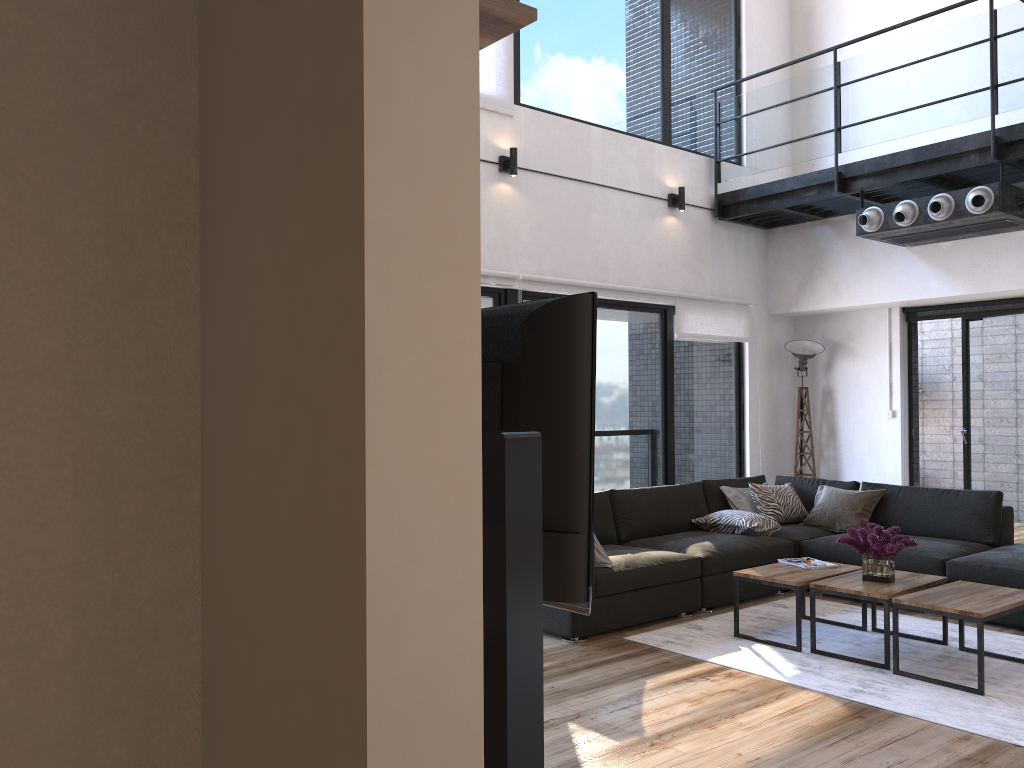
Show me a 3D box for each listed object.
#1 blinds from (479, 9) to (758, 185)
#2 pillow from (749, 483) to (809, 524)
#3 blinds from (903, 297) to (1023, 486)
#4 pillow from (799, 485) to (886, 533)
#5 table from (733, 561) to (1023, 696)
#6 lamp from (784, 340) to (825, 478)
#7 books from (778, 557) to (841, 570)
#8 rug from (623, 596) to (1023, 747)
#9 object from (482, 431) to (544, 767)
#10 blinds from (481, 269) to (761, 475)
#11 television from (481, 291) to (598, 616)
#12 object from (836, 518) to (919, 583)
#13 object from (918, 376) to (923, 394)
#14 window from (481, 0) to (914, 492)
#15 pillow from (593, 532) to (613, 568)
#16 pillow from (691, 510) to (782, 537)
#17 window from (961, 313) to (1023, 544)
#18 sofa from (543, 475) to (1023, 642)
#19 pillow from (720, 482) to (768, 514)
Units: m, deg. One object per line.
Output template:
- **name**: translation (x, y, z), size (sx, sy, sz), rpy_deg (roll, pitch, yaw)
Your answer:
- **blinds**: translation (-1.234, -2.603, 3.749), size (1.995, 2.975, 10.205), rpy_deg (-1, -2, 29)
- **pillow**: translation (1.973, 0.873, 6.542), size (0.532, 0.314, 0.250), rpy_deg (1, -1, -35)
- **blinds**: translation (5.042, 0.352, 6.248), size (3.861, 2.052, 1.829), rpy_deg (-1, -1, 5)
- **pillow**: translation (2.344, 0.894, 6.320), size (0.273, 0.309, 0.547), rpy_deg (0, -2, -40)
- **table**: translation (1.868, 1.170, 4.478), size (0.697, 0.350, 1.298), rpy_deg (1, -2, -39)
- **lamp**: translation (2.292, 0.514, 7.294), size (0.425, 1.827, 1.468), rpy_deg (-1, -1, 36)
- **books**: translation (1.661, 1.004, 4.966), size (0.228, 0.013, 0.295), rpy_deg (0, -2, -18)
- **rug**: translation (1.897, 1.345, 4.451), size (1.637, 0.003, 2.114), rpy_deg (1, -2, -39)
- **object**: translation (-0.018, 0.679, 1.406), size (0.271, 1.206, 0.271), rpy_deg (-1, -1, 41)
- **blinds**: translation (0.090, 0.274, 5.974), size (5.369, 2.043, 0.096), rpy_deg (1, -1, -39)
- **television**: translation (-0.224, 0.187, 2.523), size (0.136, 0.783, 1.207), rpy_deg (0, -1, -39)
- **object**: translation (1.866, 0.825, 4.510), size (0.342, 0.343, 0.375), rpy_deg (0, -1, -38)
- **object**: translation (4.361, 0.559, 10.385), size (0.812, 1.862, 0.800), rpy_deg (0, -1, 4)
- **window**: translation (0.955, -1.225, 4.571), size (13.398, 5.566, 5.664), rpy_deg (1, -2, -39)
- **pillow**: translation (0.342, 0.892, 5.020), size (0.212, 0.265, 0.498), rpy_deg (0, -2, -38)
- **pillow**: translation (1.551, 0.972, 6.163), size (0.356, 0.177, 0.531), rpy_deg (1, -2, -41)
- **window**: translation (4.400, 0.382, 6.611), size (0.100, 2.050, 2.449), rpy_deg (0, -1, -22)
- **sofa**: translation (1.814, 1.018, 5.206), size (3.044, 0.700, 2.999), rpy_deg (1, -2, -39)
- **pillow**: translation (1.824, 0.899, 6.622), size (0.611, 0.294, 0.235), rpy_deg (1, -1, -39)
